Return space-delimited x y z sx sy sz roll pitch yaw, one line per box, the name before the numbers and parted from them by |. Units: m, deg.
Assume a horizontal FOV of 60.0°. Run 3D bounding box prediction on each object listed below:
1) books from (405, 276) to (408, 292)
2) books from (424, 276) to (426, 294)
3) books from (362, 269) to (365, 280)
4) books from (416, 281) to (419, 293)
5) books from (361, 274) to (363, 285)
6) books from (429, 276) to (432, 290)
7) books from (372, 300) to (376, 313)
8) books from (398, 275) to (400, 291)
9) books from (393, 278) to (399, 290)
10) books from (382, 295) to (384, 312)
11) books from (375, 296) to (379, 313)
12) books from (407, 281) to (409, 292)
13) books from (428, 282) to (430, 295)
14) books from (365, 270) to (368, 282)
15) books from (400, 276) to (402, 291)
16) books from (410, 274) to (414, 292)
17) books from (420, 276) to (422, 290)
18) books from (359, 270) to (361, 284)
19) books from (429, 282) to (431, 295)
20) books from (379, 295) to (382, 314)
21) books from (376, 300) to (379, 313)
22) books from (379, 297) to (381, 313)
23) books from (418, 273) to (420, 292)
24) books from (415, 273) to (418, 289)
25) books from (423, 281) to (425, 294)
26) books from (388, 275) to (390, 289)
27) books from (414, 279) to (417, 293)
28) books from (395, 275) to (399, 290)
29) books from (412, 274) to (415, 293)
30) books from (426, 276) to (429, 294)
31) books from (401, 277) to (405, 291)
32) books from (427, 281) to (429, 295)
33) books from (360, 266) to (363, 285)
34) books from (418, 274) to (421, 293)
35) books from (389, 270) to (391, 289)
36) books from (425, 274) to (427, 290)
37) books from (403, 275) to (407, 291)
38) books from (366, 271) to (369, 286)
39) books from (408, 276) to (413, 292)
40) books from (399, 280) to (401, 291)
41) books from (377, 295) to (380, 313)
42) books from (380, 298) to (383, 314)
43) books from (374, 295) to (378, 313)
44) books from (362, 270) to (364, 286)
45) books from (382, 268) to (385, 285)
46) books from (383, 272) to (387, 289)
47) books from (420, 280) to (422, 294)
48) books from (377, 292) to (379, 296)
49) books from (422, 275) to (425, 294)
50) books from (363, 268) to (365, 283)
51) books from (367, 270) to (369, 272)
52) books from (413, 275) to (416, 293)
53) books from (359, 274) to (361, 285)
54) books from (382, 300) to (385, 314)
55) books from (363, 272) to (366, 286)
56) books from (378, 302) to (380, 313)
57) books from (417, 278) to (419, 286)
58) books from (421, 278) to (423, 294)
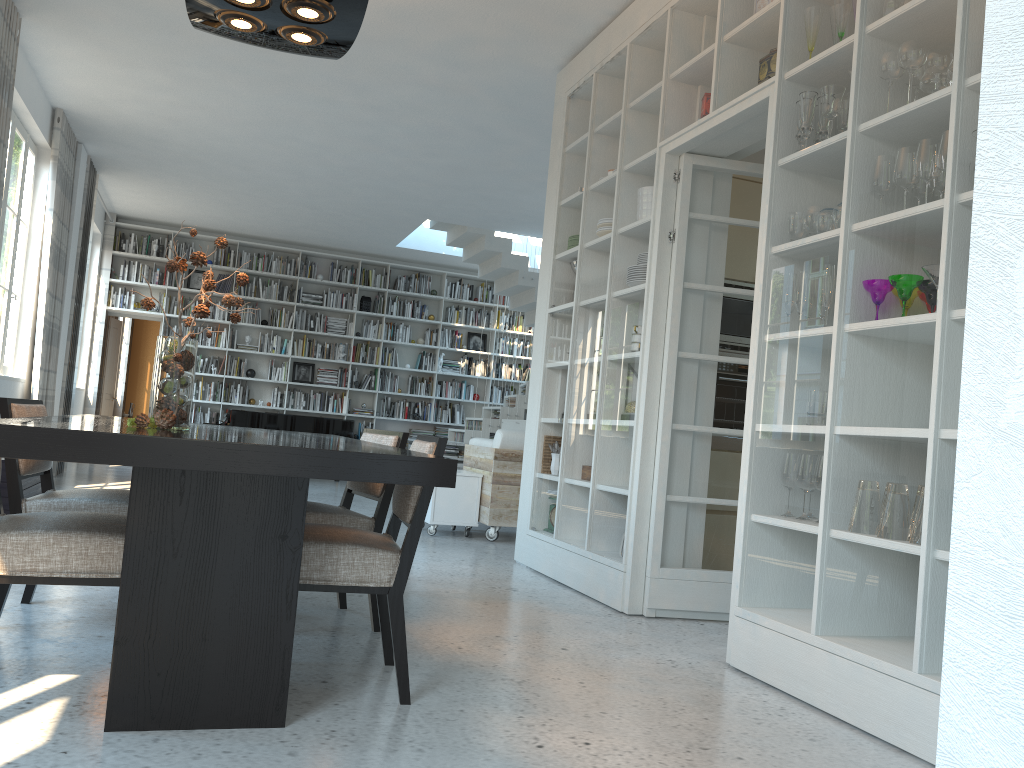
books | -1.564 -1.455 13.040 0.021 0.256 0.169 6 -3 -19
books | -1.304 -1.448 13.131 0.019 0.299 0.137 6 -3 -19
books | -2.161 -1.523 12.822 0.006 0.259 0.166 6 -3 -19
books | -1.412 -1.412 13.068 0.018 0.201 0.188 6 -3 -19
books | -2.184 -1.491 12.824 0.015 0.192 0.160 6 -3 -19
books | -1.225 -1.444 13.146 0.006 0.306 0.163 6 -3 -19
books | -2.005 -1.114 12.887 0.019 0.213 0.156 6 -3 -19
books | -1.676 -1.461 13.000 0.011 0.244 0.172 6 -3 -19
books | -1.707 -1.446 12.972 0.046 0.206 0.183 6 -3 -19
books | -1.894 -1.141 12.930 0.005 0.292 0.130 6 -3 -19
books | -1.974 -1.141 12.878 0.022 0.271 0.181 6 -3 -19
books | -1.548 -1.419 13.064 0.031 0.190 0.132 6 -3 -19
books | -1.256 -1.400 13.143 0.018 0.214 0.157 6 -3 -19
books | -2.119 -1.519 12.847 0.008 0.262 0.142 6 -3 -19
books | -1.641 -1.451 12.998 0.013 0.229 0.174 6 -3 -19
books | -1.486 -1.465 13.067 0.024 0.292 0.167 6 -3 -19
books | -1.369 -1.446 13.110 0.012 0.280 0.144 6 -3 -19
books | -2.209 -1.538 12.805 0.008 0.278 0.170 6 -3 -19
books | -1.238 -1.396 13.139 0.014 0.208 0.188 6 -3 -19
books | -1.932 -1.143 12.925 0.013 0.288 0.131 6 -3 -19
books | -1.969 -1.112 12.895 0.024 0.217 0.169 6 -3 -19
books | -1.933 -1.128 12.895 0.005 0.255 0.158 6 -3 -19
books | -1.392 -1.473 13.091 0.007 0.329 0.183 6 -3 -19
books | -1.424 -1.468 13.082 0.006 0.312 0.179 6 -3 -19
books | -1.318 -1.429 13.120 0.014 0.258 0.149 6 -3 -19
books | -1.823 -1.471 12.937 0.033 0.229 0.175 6 -3 -19
books | -1.437 -1.429 13.071 0.018 0.231 0.160 6 -3 -19
books | -1.682 -1.462 12.988 0.009 0.244 0.173 6 -3 -19
books | -1.470 -1.464 13.085 0.017 0.295 0.139 6 -3 -19
books | -1.272 -1.444 13.130 0.013 0.297 0.188 6 -3 -19
books | -1.617 -1.446 13.020 0.028 0.226 0.163 6 -3 -19
books | -1.261 -1.434 13.127 0.008 0.278 0.180 6 -3 -19
books | -2.188 -1.545 12.817 0.007 0.298 0.181 6 -3 -19
books | -1.378 -1.458 13.078 0.015 0.299 0.183 6 -3 -19
books | -1.797 -1.506 12.938 0.019 0.304 0.176 6 -3 -19
books | -1.296 -1.457 13.152 0.008 0.321 0.133 6 -3 -19
books | -1.588 -1.457 13.030 0.030 0.255 0.161 6 -3 -19
books | -2.104 -1.504 12.833 0.015 0.233 0.171 6 -3 -19
books | -1.504 -1.451 13.036 0.028 0.258 0.185 6 -3 -19
books | -1.657 -1.429 13.005 0.009 0.183 0.160 6 -3 -19
books | -1.949 -1.147 12.880 0.021 0.288 0.179 6 -3 -19
books | -1.908 -1.123 12.889 0.013 0.248 0.186 6 -3 -19
books | -1.985 -1.143 12.860 0.021 0.272 0.190 6 -3 -19
books | -2.163 -1.514 12.805 0.007 0.239 0.191 6 -3 -19
books | -1.885 -1.526 12.942 0.012 0.329 0.128 6 -3 -19
books | -1.859 -1.487 12.916 0.029 0.253 0.186 6 -3 -19
books | -1.358 -1.442 13.110 0.008 0.274 0.163 6 -3 -19
books | -1.969 -1.173 12.896 0.025 0.339 0.143 6 -3 -19
books | -1.324 -1.455 13.112 0.008 0.307 0.182 6 -3 -19
books | -2.158 -1.532 12.835 0.007 0.279 0.150 6 -3 -19
books | -2.104 -1.517 12.871 0.007 0.264 0.133 6 -3 -19
books | -1.453 -1.457 13.086 0.007 0.285 0.159 6 -3 -19
books | -2.209 -1.499 12.828 0.016 0.204 0.143 6 -3 -19
books | -1.880 -1.102 12.898 0.008 0.213 0.223 6 -3 -19
books | -2.137 -1.521 12.832 0.034 0.261 0.157 6 -3 -19
books | -1.947 -1.107 12.900 0.013 0.210 0.140 6 -3 -19
books | -1.403 -1.435 13.087 0.008 0.251 0.170 6 -3 -19
books | -1.344 -1.429 13.114 0.024 0.252 0.149 6 -3 -19
